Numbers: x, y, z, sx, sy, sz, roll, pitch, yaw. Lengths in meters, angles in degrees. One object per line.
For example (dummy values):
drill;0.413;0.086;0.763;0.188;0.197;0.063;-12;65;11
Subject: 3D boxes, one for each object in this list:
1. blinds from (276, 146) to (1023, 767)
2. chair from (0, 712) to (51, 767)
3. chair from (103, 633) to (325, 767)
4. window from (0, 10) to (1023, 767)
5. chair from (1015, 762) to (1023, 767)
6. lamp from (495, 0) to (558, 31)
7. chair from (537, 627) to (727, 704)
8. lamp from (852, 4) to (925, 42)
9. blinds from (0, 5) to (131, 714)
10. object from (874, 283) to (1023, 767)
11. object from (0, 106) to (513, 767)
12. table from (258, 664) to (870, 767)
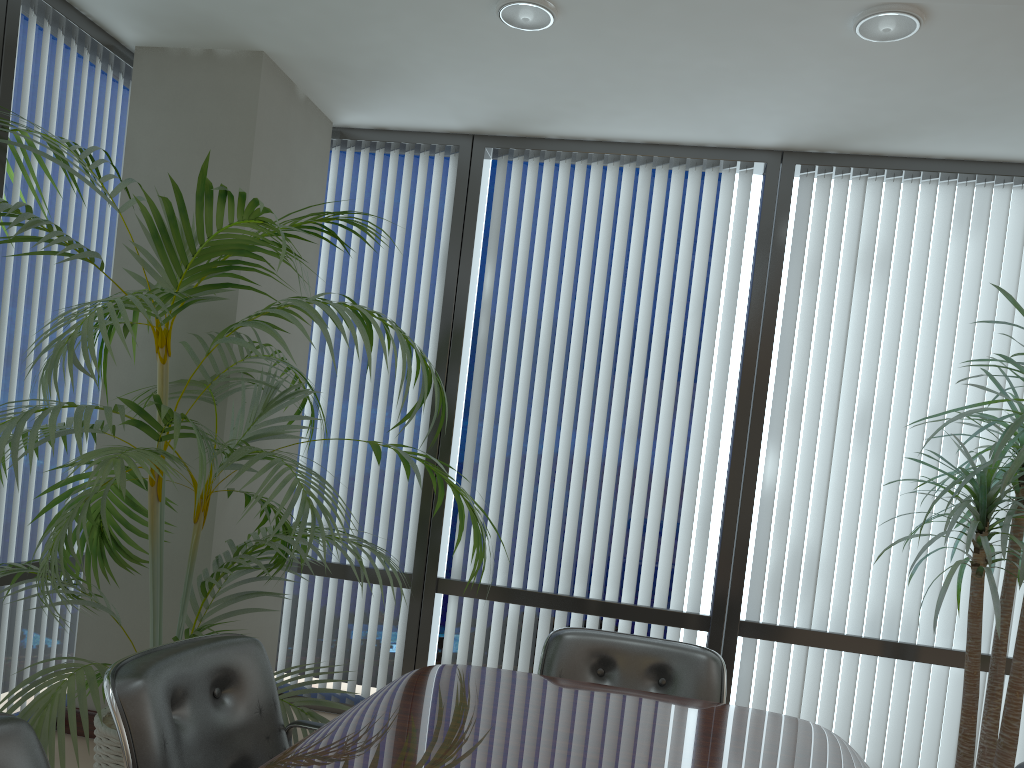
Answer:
blinds;0.802;0.371;4.413;4.918;2.916;0.050;6;2;10
chair;0.037;1.156;1.302;2.522;0.860;0.760;6;-1;10
chair;-0.596;1.157;2.271;0.850;0.860;0.761;6;-1;15
window;-0.724;0.127;3.379;7.418;2.916;3.513;9;-3;-35
chair;0.958;1.312;1.979;0.851;0.860;0.735;6;-1;5
lamp;0.051;-1.319;3.152;0.224;0.035;0.226;5;-4;20
chair;0.353;1.310;2.872;0.757;0.860;0.855;6;-1;10
lamp;1.255;-1.198;2.945;0.225;0.035;0.225;7;-4;0
blinds;-2.260;-0.139;2.262;0.031;2.908;4.912;7;-3;10
object;1.964;0.808;3.412;1.020;2.318;1.027;6;1;-15
object;-1.242;0.325;3.105;2.077;2.483;2.178;6;-1;31
table;-0.025;1.174;0.911;1.503;0.749;4.085;6;-4;10
